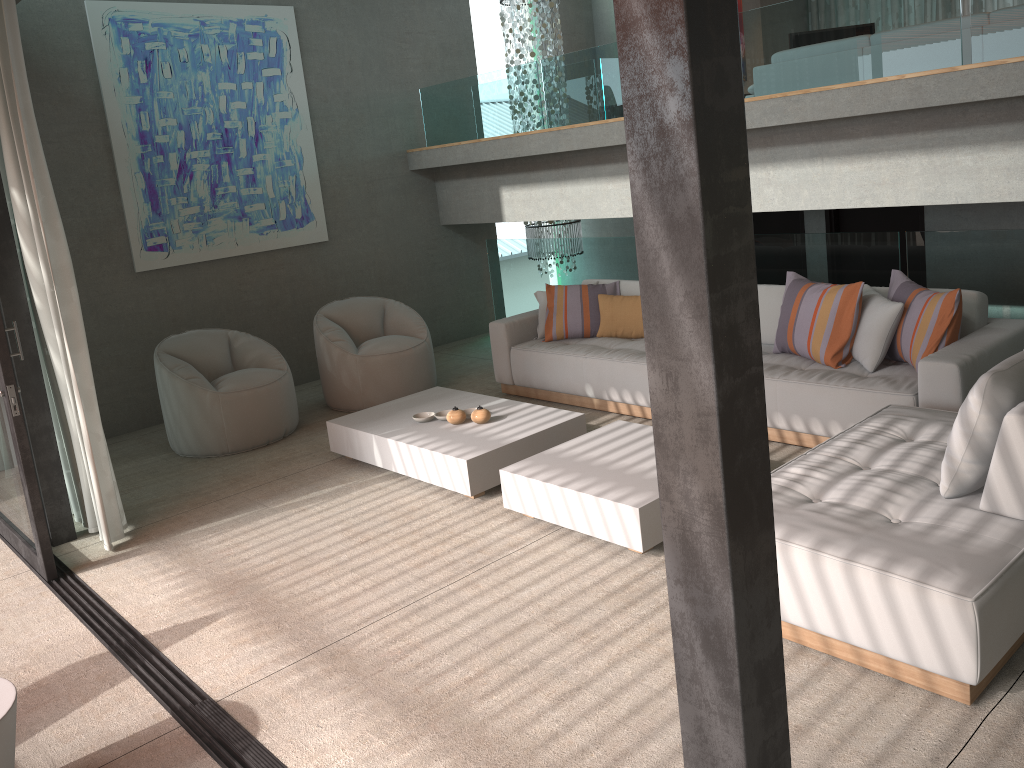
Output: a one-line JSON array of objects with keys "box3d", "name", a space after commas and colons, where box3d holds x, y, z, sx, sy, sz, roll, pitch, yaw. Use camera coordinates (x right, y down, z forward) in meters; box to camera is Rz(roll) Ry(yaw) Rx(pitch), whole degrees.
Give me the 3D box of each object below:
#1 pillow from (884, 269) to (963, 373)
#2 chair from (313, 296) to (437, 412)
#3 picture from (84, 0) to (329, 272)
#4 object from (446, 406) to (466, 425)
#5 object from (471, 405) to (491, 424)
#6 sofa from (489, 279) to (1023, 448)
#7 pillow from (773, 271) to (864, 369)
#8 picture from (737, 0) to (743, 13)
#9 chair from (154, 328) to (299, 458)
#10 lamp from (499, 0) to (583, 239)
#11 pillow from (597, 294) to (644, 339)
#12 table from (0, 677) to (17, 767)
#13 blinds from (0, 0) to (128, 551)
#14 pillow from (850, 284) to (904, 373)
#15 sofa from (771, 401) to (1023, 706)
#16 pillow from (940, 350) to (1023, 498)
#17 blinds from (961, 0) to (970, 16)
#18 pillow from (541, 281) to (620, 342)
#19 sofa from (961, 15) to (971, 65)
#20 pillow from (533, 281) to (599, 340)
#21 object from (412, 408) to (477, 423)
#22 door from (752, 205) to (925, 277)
[{"box3d": [2.212, -0.329, 4.788, 0.279, 0.497, 0.708, -6, 13, 3], "name": "pillow"}, {"box3d": [-1.099, -0.280, 7.099, 0.926, 0.776, 0.931, -10, 13, -16], "name": "chair"}, {"box3d": [-2.426, -2.077, 7.297, 1.739, 2.021, 0.030, -17, 14, -40], "name": "picture"}, {"box3d": [-0.333, 0.185, 5.267, 0.120, 0.104, 0.120, -16, 15, -35], "name": "object"}, {"box3d": [-0.185, 0.178, 5.222, 0.119, 0.104, 0.121, -8, 12, -6], "name": "object"}, {"box3d": [1.352, -0.234, 5.775, 1.061, 0.742, 3.475, -17, 17, -39], "name": "sofa"}, {"box3d": [1.791, -0.382, 5.243, 0.312, 0.487, 0.745, -10, 13, -17], "name": "pillow"}, {"box3d": [2.296, -4.280, 10.691, 1.771, 1.232, 0.030, -17, 14, -40], "name": "picture"}, {"box3d": [-2.056, 0.012, 6.387, 0.931, 0.776, 0.925, -16, 15, -36], "name": "chair"}, {"box3d": [0.272, -3.074, 9.174, 0.999, 3.885, 1.014, -1, 11, 29], "name": "lamp"}, {"box3d": [0.846, -0.500, 6.463, 0.462, 0.320, 0.229, -4, 11, 12], "name": "pillow"}, {"box3d": [-1.649, 1.154, 2.538, 0.475, 0.388, 0.482, 1, 14, 30], "name": "table"}, {"box3d": [-2.991, -0.697, 5.265, 0.225, 2.883, 2.435, -15, 14, -40], "name": "blinds"}, {"box3d": [2.028, -0.327, 5.024, 0.239, 0.399, 0.604, -6, 13, 3], "name": "pillow"}, {"box3d": [1.562, 0.357, 3.372, 1.615, 0.722, 1.017, -18, 17, -39], "name": "sofa"}, {"box3d": [1.742, 0.137, 3.190, 0.498, 0.476, 0.267, -17, 15, -39], "name": "pillow"}, {"box3d": [5.700, -4.851, 11.813, 0.225, 2.690, 3.864, -15, 15, -40], "name": "blinds"}, {"box3d": [0.520, -0.552, 6.635, 0.655, 0.436, 0.346, -6, 11, 3], "name": "pillow"}, {"box3d": [3.460, -2.424, 7.017, 0.985, 0.852, 3.262, -17, 17, -39], "name": "sofa"}, {"box3d": [0.442, -0.547, 6.820, 0.618, 0.414, 0.316, -8, 11, -4], "name": "pillow"}, {"box3d": [-0.391, 0.195, 5.390, 0.437, 0.039, 0.157, -5, 14, 5], "name": "object"}, {"box3d": [2.092, 0.674, 0.417, 5.766, 4.409, 15.590, -2, 15, 21], "name": "door"}]
